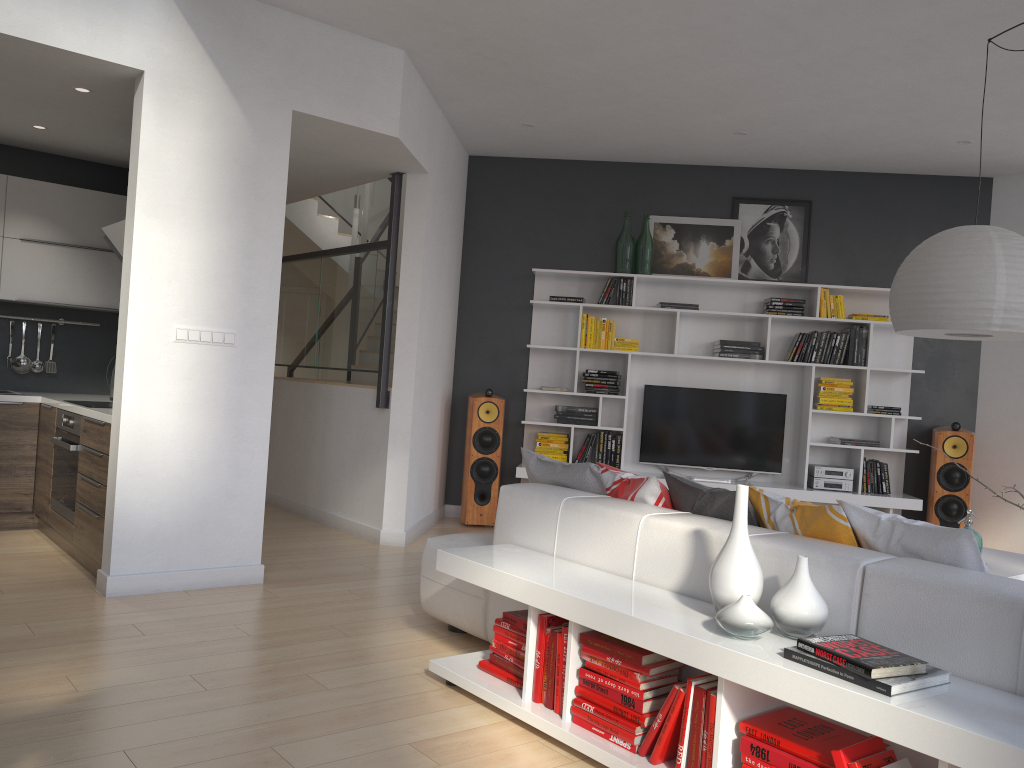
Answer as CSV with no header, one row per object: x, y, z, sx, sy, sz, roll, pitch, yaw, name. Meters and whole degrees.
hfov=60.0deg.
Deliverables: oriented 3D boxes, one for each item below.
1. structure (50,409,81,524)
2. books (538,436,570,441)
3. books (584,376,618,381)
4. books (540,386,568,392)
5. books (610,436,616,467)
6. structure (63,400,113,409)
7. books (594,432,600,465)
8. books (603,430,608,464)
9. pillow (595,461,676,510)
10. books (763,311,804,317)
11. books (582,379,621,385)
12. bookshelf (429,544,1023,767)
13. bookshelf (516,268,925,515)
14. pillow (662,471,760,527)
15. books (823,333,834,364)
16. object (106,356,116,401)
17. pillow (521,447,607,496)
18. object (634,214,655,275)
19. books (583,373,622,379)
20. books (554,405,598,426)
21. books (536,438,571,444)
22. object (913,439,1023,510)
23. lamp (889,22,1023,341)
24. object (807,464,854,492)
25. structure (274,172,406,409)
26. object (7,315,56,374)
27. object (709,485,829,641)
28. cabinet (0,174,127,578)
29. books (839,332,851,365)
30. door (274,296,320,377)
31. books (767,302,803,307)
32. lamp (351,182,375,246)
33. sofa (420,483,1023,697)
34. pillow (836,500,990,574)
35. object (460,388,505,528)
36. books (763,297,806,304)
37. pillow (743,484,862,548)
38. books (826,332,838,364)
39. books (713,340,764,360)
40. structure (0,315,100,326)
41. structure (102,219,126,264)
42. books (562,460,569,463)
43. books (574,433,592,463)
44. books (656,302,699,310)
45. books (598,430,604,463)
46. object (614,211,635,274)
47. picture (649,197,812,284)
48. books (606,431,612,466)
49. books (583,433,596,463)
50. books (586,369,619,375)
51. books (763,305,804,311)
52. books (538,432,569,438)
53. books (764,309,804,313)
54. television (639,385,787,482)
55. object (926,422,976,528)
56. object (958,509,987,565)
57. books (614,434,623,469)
-2.332,0.466,5.189,0.584,0.588,0.587,4,0,-39,structure
0.341,0.434,7.111,0.234,0.024,0.171,4,0,10,books
0.712,-0.039,7.050,0.264,0.020,0.189,4,0,10,books
0.333,0.041,7.080,0.209,0.030,0.266,4,0,0,books
0.800,0.556,7.037,0.028,0.272,0.200,4,0,6,books
-2.272,0.127,5.218,0.550,0.006,0.600,4,0,-39,structure
0.674,0.535,7.049,0.028,0.301,0.213,4,0,6,books
0.740,0.526,7.051,0.026,0.326,0.237,4,0,6,books
1.086,0.612,3.001,0.575,0.449,2.250,4,0,-41,pillow
2.112,-0.535,6.903,0.284,0.030,0.214,4,0,10,books
0.711,-0.014,7.046,0.284,0.030,0.214,4,0,15,books
0.648,0.943,2.454,0.356,0.500,2.600,4,0,-39,bookshelf
1.583,0.221,6.880,3.000,2.052,0.455,4,0,6,bookshelf
1.298,0.602,2.751,0.608,0.436,2.120,4,0,-43,pillow
2.419,-0.266,6.825,0.069,0.242,0.172,4,0,7,books
-2.591,-0.053,5.901,0.179,0.318,0.590,4,0,-32,object
1.287,0.595,3.284,2.953,0.453,0.647,4,0,39,pillow
1.058,-1.099,7.050,0.157,0.507,0.157,4,0,20,object
0.721,-0.065,7.068,0.284,0.030,0.214,4,0,15,books
0.511,0.252,7.092,0.343,0.137,0.277,4,0,6,books
0.331,0.457,7.116,0.238,0.023,0.167,4,0,22,books
1.190,0.359,1.797,0.607,0.744,0.406,4,0,1,object
1.924,-0.043,2.237,0.710,2.647,3.199,4,0,-3,lamp
2.446,0.721,6.832,0.285,0.174,0.270,4,0,6,object
-0.977,-1.124,8.427,2.823,4.339,4.190,4,0,-39,structure
-3.285,-0.263,6.066,0.320,0.389,0.069,4,0,-38,object
0.704,0.497,2.516,0.319,0.398,0.316,4,0,-15,object
-3.936,-0.386,4.048,4.694,2.501,2.402,4,0,-39,cabinet
2.542,-0.268,6.837,0.066,0.260,0.197,4,0,6,books
-2.811,-0.132,10.895,0.974,2.136,0.085,4,0,6,door
2.122,-0.614,6.899,0.246,0.026,0.180,4,0,9,books
-1.416,-4.170,9.032,0.359,6.725,0.359,4,0,43,lamp
1.651,0.895,3.585,2.614,0.732,3.424,4,0,-39,sofa
2.159,0.659,2.931,2.156,0.456,0.580,4,0,-13,pillow
-0.241,0.575,7.094,0.290,1.088,0.434,4,0,-9,object
2.122,-0.641,6.910,0.266,0.030,0.209,4,0,0,books
1.840,0.655,2.929,2.095,0.440,0.630,4,0,8,pillow
2.445,-0.272,6.848,0.075,0.254,0.192,4,0,5,books
1.771,-0.262,6.954,0.343,0.137,0.277,4,0,1,books
-4.117,-0.501,5.397,3.000,0.045,0.050,4,0,-39,structure
-2.121,-1.018,5.266,0.407,0.998,0.898,4,0,-39,structure
0.313,0.617,7.100,0.269,0.025,0.213,4,0,9,books
0.559,0.534,7.078,0.142,0.284,0.232,4,0,6,books
1.299,-0.602,6.988,0.310,0.047,0.250,4,0,2,books
0.706,0.530,7.051,0.034,0.314,0.237,4,0,6,books
0.897,-1.110,7.011,0.157,0.507,0.157,4,0,20,object
1.722,-1.148,7.081,1.279,0.707,0.076,4,0,6,picture
0.769,0.534,7.047,0.034,0.315,0.239,4,0,6,books
0.609,0.534,7.055,0.100,0.289,0.210,4,0,5,books
0.721,-0.093,7.041,0.246,0.026,0.180,4,0,14,books
2.120,-0.586,6.926,0.284,0.030,0.214,4,0,10,books
0.335,0.409,7.136,0.234,0.024,0.171,4,0,10,books
2.112,-0.561,6.907,0.264,0.020,0.189,4,0,5,books
1.575,0.394,6.991,1.102,0.704,0.207,4,0,6,television
3.299,0.825,6.696,0.290,1.088,0.434,4,0,21,object
2.075,0.710,4.206,0.330,0.265,0.330,4,0,-15,object
0.840,0.547,7.034,0.051,0.297,0.230,4,0,6,books
